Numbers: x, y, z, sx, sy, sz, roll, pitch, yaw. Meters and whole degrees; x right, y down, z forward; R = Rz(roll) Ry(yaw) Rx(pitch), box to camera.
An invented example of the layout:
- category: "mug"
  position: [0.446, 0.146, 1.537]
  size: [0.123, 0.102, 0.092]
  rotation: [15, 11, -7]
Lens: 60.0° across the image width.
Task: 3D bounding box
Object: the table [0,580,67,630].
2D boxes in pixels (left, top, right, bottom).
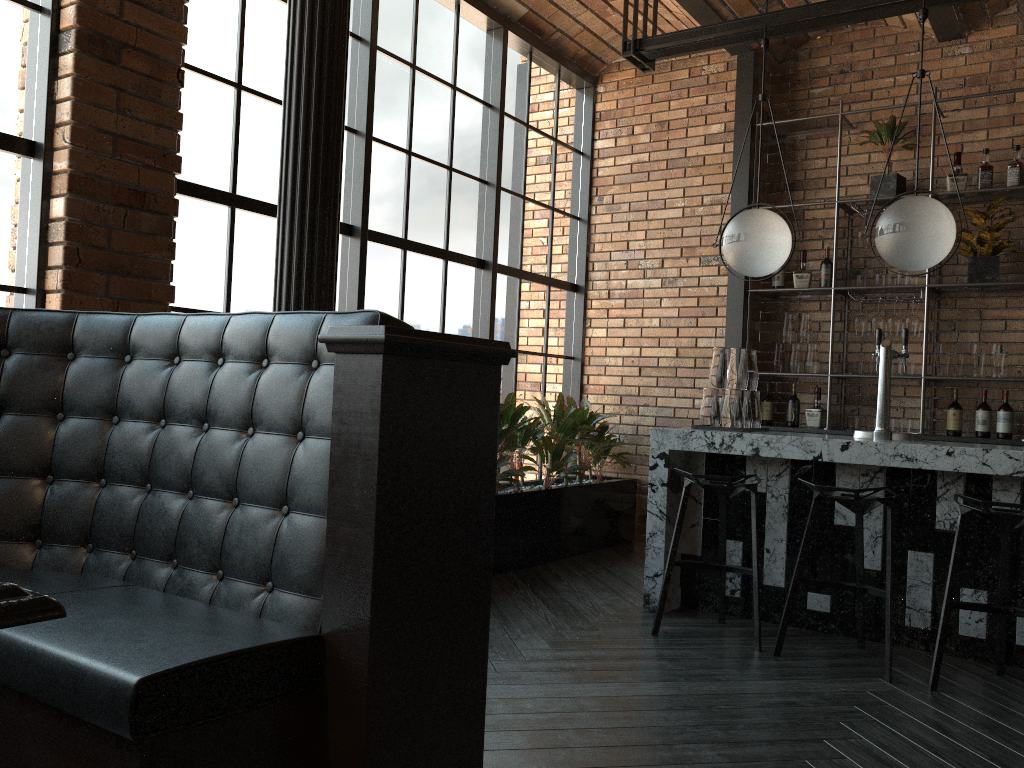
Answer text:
- category: "table"
  position: [-1.186, 0.602, 1.004]
  size: [0.872, 0.758, 0.872]
  rotation: [2, -1, 34]

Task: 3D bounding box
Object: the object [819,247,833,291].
- category: "object"
  position: [2.133, -0.781, 6.009]
  size: [0.086, 0.299, 0.086]
  rotation: [3, -1, -7]

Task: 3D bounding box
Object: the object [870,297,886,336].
- category: "object"
  position: [2.365, -0.437, 5.724]
  size: [0.092, 0.244, 0.092]
  rotation: [2, -1, 40]

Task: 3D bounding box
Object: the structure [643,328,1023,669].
- category: "structure"
  position: [3.428, 0.517, 3.661]
  size: [5.346, 1.430, 1.930]
  rotation: [2, -1, 34]

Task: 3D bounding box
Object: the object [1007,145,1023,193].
- category: "object"
  position: [3.070, -1.311, 5.401]
  size: [0.083, 0.282, 0.083]
  rotation: [3, -1, -41]

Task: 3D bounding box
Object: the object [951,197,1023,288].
- category: "object"
  position: [2.915, -0.864, 5.452]
  size: [0.425, 0.526, 0.430]
  rotation: [3, -1, -44]

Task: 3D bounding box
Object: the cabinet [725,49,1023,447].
- category: "cabinet"
  position: [2.981, -0.593, 5.382]
  size: [7.075, 3.779, 0.564]
  rotation: [2, -1, 34]

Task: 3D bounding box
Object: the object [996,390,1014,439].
- category: "object"
  position: [2.999, 0.187, 5.390]
  size: [0.086, 0.298, 0.086]
  rotation: [3, -1, -7]

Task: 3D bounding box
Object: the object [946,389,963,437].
- category: "object"
  position: [2.769, 0.179, 5.543]
  size: [0.086, 0.299, 0.086]
  rotation: [3, -1, -7]

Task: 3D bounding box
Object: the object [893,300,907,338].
- category: "object"
  position: [2.539, -0.427, 5.806]
  size: [0.092, 0.244, 0.092]
  rotation: [2, -1, 40]

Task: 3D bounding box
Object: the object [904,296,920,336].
- category: "object"
  position: [2.533, -0.430, 5.611]
  size: [0.092, 0.244, 0.092]
  rotation: [2, -1, 40]

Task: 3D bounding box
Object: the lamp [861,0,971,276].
- category: "lamp"
  position: [1.867, -1.367, 4.051]
  size: [0.340, 1.754, 0.340]
  rotation: [3, -1, -10]

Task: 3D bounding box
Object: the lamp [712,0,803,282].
- category: "lamp"
  position: [1.259, -1.390, 4.459]
  size: [0.340, 1.754, 0.340]
  rotation: [3, -1, -10]

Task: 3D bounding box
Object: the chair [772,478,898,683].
- category: "chair"
  position: [1.398, 0.769, 3.674]
  size: [0.475, 0.737, 0.414]
  rotation: [2, -1, 39]

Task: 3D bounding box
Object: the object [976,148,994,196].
- category: "object"
  position: [2.932, -1.316, 5.494]
  size: [0.083, 0.282, 0.083]
  rotation: [2, -1, 19]

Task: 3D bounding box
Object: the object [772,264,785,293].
- category: "object"
  position: [1.872, -0.790, 6.218]
  size: [0.086, 0.298, 0.086]
  rotation: [3, -1, -7]

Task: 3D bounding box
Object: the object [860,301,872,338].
- category: "object"
  position: [2.366, -0.434, 5.922]
  size: [0.092, 0.244, 0.092]
  rotation: [2, -1, 40]

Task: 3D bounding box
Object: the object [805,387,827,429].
- category: "object"
  position: [2.063, 0.162, 5.993]
  size: [0.123, 0.279, 0.123]
  rotation: [3, -1, -42]

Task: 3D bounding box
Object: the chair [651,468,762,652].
- category: "chair"
  position: [0.924, 0.751, 3.992]
  size: [0.475, 0.737, 0.414]
  rotation: [2, -1, 24]

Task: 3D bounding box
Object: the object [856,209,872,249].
- category: "object"
  position: [2.301, -1.012, 5.793]
  size: [0.092, 0.244, 0.092]
  rotation: [2, -1, 40]

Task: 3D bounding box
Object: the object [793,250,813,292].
- category: "object"
  position: [1.995, -0.775, 6.081]
  size: [0.123, 0.279, 0.123]
  rotation: [2, -1, 23]

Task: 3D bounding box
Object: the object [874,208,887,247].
- category: "object"
  position: [2.392, -1.009, 5.732]
  size: [0.092, 0.244, 0.092]
  rotation: [2, -1, 40]

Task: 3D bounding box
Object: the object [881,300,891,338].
- category: "object"
  position: [2.457, -0.431, 5.861]
  size: [0.092, 0.244, 0.092]
  rotation: [2, -1, 40]

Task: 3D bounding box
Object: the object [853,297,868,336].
- category: "object"
  position: [2.274, -0.440, 5.785]
  size: [0.092, 0.244, 0.092]
  rotation: [2, -1, 40]

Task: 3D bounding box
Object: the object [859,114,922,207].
- category: "object"
  position: [2.481, -1.468, 5.834]
  size: [0.377, 0.554, 0.422]
  rotation: [2, -1, 22]

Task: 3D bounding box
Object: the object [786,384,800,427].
- category: "object"
  position: [1.927, 0.146, 6.071]
  size: [0.086, 0.297, 0.086]
  rotation: [3, -1, -22]

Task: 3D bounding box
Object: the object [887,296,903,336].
- category: "object"
  position: [2.447, -0.434, 5.669]
  size: [0.092, 0.244, 0.092]
  rotation: [2, -1, 40]

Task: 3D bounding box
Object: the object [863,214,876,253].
- category: "object"
  position: [2.392, -1.006, 5.930]
  size: [0.092, 0.244, 0.092]
  rotation: [2, -1, 40]

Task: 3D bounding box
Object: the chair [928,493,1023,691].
- category: "chair"
  position: [1.865, 0.786, 3.360]
  size: [0.475, 0.737, 0.414]
  rotation: [2, -1, 29]

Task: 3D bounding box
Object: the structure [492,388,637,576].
- category: "structure"
  position: [-0.358, 0.538, 4.931]
  size: [0.757, 1.072, 4.107]
  rotation: [2, -1, 33]

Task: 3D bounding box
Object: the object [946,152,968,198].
- category: "object"
  position: [2.802, -1.319, 5.583]
  size: [0.123, 0.279, 0.123]
  rotation: [2, -1, 23]

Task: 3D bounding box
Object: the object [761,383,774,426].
- category: "object"
  position: [1.786, 0.142, 6.203]
  size: [0.086, 0.299, 0.086]
  rotation: [3, -1, -7]

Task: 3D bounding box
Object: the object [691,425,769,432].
- category: "object"
  position: [1.129, 0.229, 4.577]
  size: [0.273, 0.019, 0.437]
  rotation: [2, -1, 34]

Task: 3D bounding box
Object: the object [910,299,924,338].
- category: "object"
  position: [2.625, -0.424, 5.748]
  size: [0.092, 0.244, 0.092]
  rotation: [2, -1, 40]

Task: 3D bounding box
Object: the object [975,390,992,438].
- category: "object"
  position: [2.914, 0.183, 5.476]
  size: [0.086, 0.298, 0.086]
  rotation: [3, -1, -7]

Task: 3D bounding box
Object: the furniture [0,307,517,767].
- category: "furniture"
  position: [-2.347, 0.313, 0.467]
  size: [1.979, 1.212, 5.451]
  rotation: [2, -1, 34]

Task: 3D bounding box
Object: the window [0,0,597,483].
- category: "window"
  position: [-3.989, -1.039, 0.140]
  size: [0.168, 3.253, 16.179]
  rotation: [2, -1, 34]
